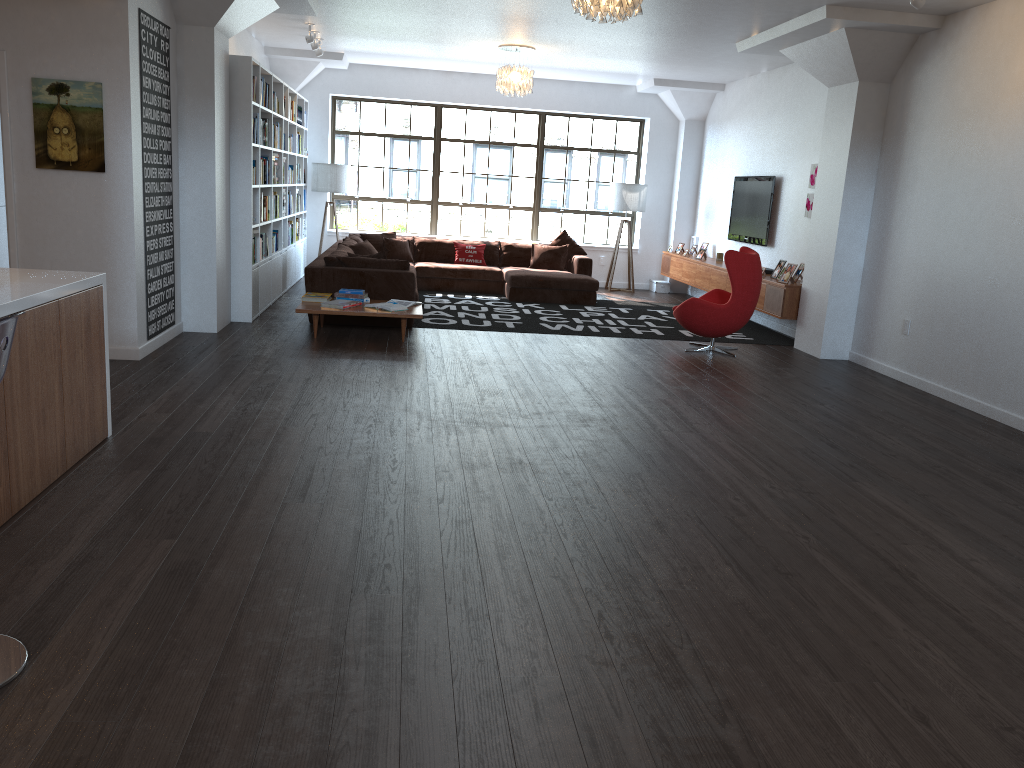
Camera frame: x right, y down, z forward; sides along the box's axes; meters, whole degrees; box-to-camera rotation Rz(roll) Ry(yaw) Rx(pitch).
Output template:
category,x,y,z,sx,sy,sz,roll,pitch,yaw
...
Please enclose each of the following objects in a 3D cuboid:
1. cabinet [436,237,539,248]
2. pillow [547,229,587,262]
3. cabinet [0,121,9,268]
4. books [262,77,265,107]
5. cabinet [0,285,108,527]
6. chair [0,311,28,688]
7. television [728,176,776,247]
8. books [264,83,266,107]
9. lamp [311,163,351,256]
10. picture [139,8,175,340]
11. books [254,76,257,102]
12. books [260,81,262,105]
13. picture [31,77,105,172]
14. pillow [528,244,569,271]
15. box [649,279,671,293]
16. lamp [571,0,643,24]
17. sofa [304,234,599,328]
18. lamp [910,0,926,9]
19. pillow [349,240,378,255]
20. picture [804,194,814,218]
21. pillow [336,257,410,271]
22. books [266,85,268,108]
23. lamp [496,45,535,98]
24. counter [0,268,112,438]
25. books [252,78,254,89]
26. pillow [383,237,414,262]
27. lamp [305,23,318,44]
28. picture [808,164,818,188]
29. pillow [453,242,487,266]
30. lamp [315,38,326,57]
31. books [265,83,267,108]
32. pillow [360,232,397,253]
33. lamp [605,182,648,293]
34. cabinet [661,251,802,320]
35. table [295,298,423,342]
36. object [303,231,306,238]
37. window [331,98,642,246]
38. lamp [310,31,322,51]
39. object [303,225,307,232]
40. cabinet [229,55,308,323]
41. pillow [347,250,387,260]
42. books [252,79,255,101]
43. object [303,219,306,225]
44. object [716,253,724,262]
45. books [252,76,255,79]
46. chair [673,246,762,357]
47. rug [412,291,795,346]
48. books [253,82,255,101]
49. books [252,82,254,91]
category,x,y,z,sx,sy,sz,roll,pitch,yaw
cabinet,-0.386,-1.824,13.226,1.520,0.625,0.350,2,13,-7
pillow,0.699,-1.875,12.460,0.651,0.587,0.335,-3,14,-27
cabinet,-4.954,-2.039,7.386,0.527,2.991,2.630,2,13,-7
books,-2.558,-2.897,8.795,0.197,0.290,0.136,2,13,-7
cabinet,-2.292,0.367,2.337,0.898,0.796,4.493,2,13,-7
chair,-1.545,0.306,2.359,0.481,1.014,0.530,3,13,-5
television,2.950,-2.158,10.990,0.013,0.816,1.324,2,13,-7
books,-2.553,-2.892,8.870,0.159,0.248,0.089,2,13,-7
lamp,-2.619,-2.360,12.782,0.545,1.579,0.545,0,13,-18
picture,-2.739,-1.577,6.886,0.021,2.380,0.800,2,13,-7
books,-2.503,-2.782,8.367,0.170,0.251,0.118,2,13,-7
books,-2.533,-2.841,8.655,0.174,0.242,0.105,2,13,-7
picture,-3.063,-1.785,6.130,0.450,0.600,0.030,2,13,-7
pillow,0.508,-1.766,12.293,0.542,0.362,0.248,7,13,13
box,2.263,-1.498,13.590,0.228,0.165,0.368,2,13,-7
lamp,0.595,-2.500,5.399,0.441,0.539,0.442,12,15,34
sofa,-0.517,-1.305,10.749,3.481,0.664,4.197,2,13,-7
lamp,2.786,-2.685,6.080,0.111,0.211,0.120,10,14,26
pillow,-1.710,-1.497,10.510,0.325,0.391,0.625,6,13,9
picture,3.190,-1.893,9.420,0.030,0.250,0.250,2,13,-7
pillow,-1.381,-1.097,8.890,0.750,0.364,0.289,2,13,-8
books,-2.568,-2.917,8.986,0.174,0.243,0.085,2,13,-7
lamp,0.039,-3.622,10.303,0.441,0.539,0.442,12,15,34
counter,-1.205,0.739,0.869,3.039,0.860,8.182,-5,15,-35
books,-2.471,-2.704,8.116,0.182,0.215,0.188,2,13,-7
pillow,-1.567,-1.820,12.023,0.489,0.337,0.238,-6,16,-37
lamp,-2.179,-3.778,9.571,0.111,0.211,0.120,10,14,26
picture,3.209,-2.193,9.354,0.030,0.250,0.250,2,13,-7
pillow,-0.581,-1.799,12.286,0.465,0.308,0.220,1,13,-11
lamp,-2.291,-4.005,10.564,0.120,0.211,0.111,-4,15,-32
books,-2.554,-2.901,8.902,0.182,0.253,0.098,2,13,-7
pillow,-1.766,-1.867,12.090,0.580,0.418,0.334,-5,15,-33
lamp,1.671,-2.177,13.204,0.545,1.579,0.545,5,12,4
cabinet,2.731,-1.322,11.223,0.459,0.350,4.501,2,13,-7
table,-1.387,-0.593,8.195,1.100,0.271,0.853,2,13,-7
object,-3.074,-2.102,12.468,0.331,0.088,0.410,2,13,-7
window,-0.369,-3.176,13.480,4.648,1.905,0.114,2,13,-7
lamp,-2.235,-3.890,10.061,0.111,0.211,0.120,15,17,41
object,-3.068,-2.188,12.449,0.331,0.088,0.410,2,13,-7
cabinet,-2.886,-2.271,10.369,0.461,2.414,4.500,2,13,-7
pillow,-1.445,-1.198,9.134,0.559,0.411,0.269,14,16,38
books,-2.488,-2.741,8.266,0.161,0.218,0.101,2,13,-7
object,-3.070,-2.274,12.429,0.316,0.088,0.410,2,13,-7
object,2.782,-1.697,11.865,0.089,0.110,0.089,13,16,37
books,-2.500,-2.770,8.325,0.159,0.248,0.089,2,13,-7
chair,1.968,-0.827,8.528,0.801,1.006,0.798,8,13,18
rug,0.864,-0.820,10.490,4.200,0.007,3.100,2,13,-5
books,-2.490,-2.750,8.299,0.161,0.222,0.084,2,13,-7
books,-2.490,-2.722,8.203,0.167,0.210,0.162,2,13,-7
